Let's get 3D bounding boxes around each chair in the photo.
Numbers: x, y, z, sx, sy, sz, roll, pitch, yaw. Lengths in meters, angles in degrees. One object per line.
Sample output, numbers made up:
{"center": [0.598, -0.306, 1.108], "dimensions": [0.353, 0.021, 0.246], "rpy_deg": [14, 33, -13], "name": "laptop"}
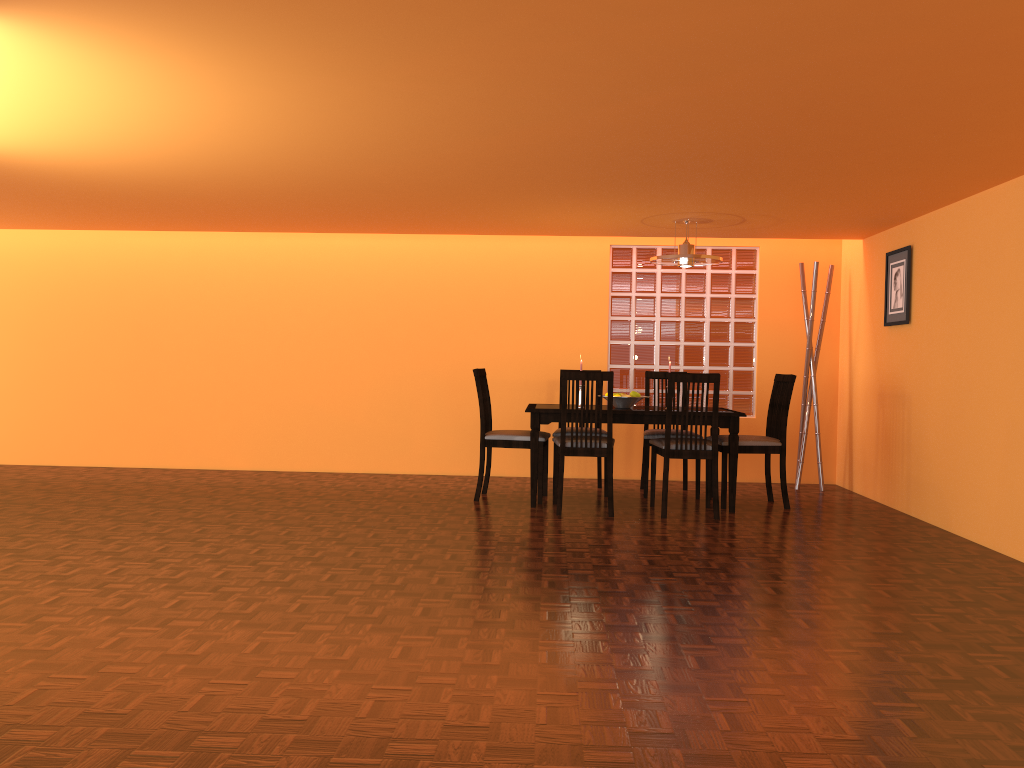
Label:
{"center": [1.028, 0.323, 5.811], "dimensions": [0.373, 0.809, 0.465], "rpy_deg": [1, 1, 2], "name": "chair"}
{"center": [0.418, 0.327, 5.070], "dimensions": [0.373, 0.809, 0.465], "rpy_deg": [1, 1, 2], "name": "chair"}
{"center": [1.454, 0.339, 5.399], "dimensions": [0.465, 0.809, 0.373], "rpy_deg": [1, 1, -3], "name": "chair"}
{"center": [-0.007, 0.311, 5.469], "dimensions": [0.465, 0.809, 0.373], "rpy_deg": [1, 1, 7], "name": "chair"}
{"center": [0.994, 0.339, 5.046], "dimensions": [0.373, 0.809, 0.465], "rpy_deg": [1, 1, 2], "name": "chair"}
{"center": [0.452, 0.311, 5.835], "dimensions": [0.373, 0.809, 0.465], "rpy_deg": [1, 1, 2], "name": "chair"}

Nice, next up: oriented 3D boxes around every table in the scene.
{"center": [0.713, 0.438, 5.413], "dimensions": [1.259, 0.584, 0.697], "rpy_deg": [1, 1, 2], "name": "table"}

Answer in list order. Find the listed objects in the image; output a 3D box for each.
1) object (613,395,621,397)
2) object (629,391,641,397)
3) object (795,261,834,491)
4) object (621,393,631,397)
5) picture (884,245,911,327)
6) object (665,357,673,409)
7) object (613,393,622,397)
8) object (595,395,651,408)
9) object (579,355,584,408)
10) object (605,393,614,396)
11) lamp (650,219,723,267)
{"center": [0.635, 0.086, 5.357], "dimensions": [0.046, 0.046, 0.055], "rpy_deg": [0, 2, -35], "name": "object"}
{"center": [0.752, 0.075, 5.419], "dimensions": [0.069, 0.066, 0.069], "rpy_deg": [1, 1, 12], "name": "object"}
{"center": [2.089, -0.052, 6.162], "dimensions": [0.226, 1.589, 0.308], "rpy_deg": [2, 1, 24], "name": "object"}
{"center": [0.696, 0.089, 5.362], "dimensions": [0.066, 0.070, 0.055], "rpy_deg": [1, 1, -16], "name": "object"}
{"center": [2.314, -0.581, 5.327], "dimensions": [0.014, 0.456, 0.361], "rpy_deg": [1, 1, 2], "name": "picture"}
{"center": [0.961, -0.012, 5.409], "dimensions": [0.044, 0.326, 0.044], "rpy_deg": [1, 1, -9], "name": "object"}
{"center": [0.653, 0.093, 5.452], "dimensions": [0.087, 0.076, 0.089], "rpy_deg": [1, 1, 9], "name": "object"}
{"center": [0.679, 0.109, 5.421], "dimensions": [0.337, 0.072, 0.337], "rpy_deg": [0, 1, -31], "name": "object"}
{"center": [0.416, -0.021, 5.347], "dimensions": [0.044, 0.326, 0.044], "rpy_deg": [1, 1, -9], "name": "object"}
{"center": [0.591, 0.074, 5.381], "dimensions": [0.055, 0.046, 0.046], "rpy_deg": [1, 1, -15], "name": "object"}
{"center": [1.056, -0.848, 5.372], "dimensions": [0.435, 0.274, 0.435], "rpy_deg": [2, 1, 25], "name": "lamp"}
